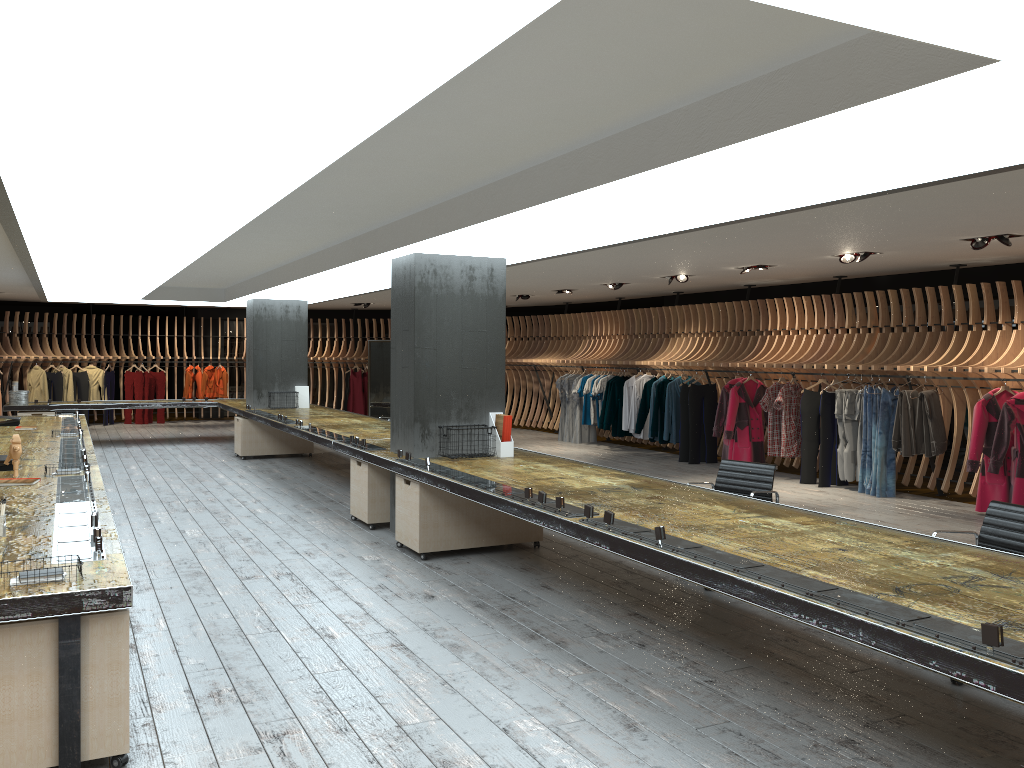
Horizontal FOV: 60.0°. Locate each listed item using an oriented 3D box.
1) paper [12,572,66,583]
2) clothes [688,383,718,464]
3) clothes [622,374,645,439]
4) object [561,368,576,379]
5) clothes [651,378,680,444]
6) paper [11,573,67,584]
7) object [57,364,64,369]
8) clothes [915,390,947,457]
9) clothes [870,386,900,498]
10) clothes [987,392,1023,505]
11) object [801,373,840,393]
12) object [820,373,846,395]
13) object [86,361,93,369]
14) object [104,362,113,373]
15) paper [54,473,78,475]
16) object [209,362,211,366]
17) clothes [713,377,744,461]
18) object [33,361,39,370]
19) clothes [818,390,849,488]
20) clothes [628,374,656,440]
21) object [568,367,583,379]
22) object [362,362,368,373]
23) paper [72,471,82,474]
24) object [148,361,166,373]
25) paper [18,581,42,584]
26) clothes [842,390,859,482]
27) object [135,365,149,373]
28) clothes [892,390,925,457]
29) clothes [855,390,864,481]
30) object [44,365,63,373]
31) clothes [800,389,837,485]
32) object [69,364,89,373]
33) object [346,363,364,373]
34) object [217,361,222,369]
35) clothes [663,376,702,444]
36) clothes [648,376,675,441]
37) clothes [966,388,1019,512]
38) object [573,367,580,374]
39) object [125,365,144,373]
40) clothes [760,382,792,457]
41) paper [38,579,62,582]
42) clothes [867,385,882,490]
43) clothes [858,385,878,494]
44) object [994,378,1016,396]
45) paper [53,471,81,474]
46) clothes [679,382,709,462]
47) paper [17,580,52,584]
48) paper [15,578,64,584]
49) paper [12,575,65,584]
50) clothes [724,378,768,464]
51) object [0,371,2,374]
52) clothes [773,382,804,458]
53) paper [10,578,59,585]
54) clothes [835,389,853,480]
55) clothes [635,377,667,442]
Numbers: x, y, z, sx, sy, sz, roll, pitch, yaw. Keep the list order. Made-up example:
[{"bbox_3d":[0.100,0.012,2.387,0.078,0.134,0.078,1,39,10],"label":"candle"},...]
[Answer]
[{"bbox_3d":[-1.873,0.768,3.516,0.176,0.004,0.130,0,2,-20],"label":"paper"},{"bbox_3d":[2.936,0.658,13.626,0.539,1.352,0.087,0,1,-22],"label":"clothes"},{"bbox_3d":[2.225,0.380,15.131,0.733,1.106,0.165,0,1,-22],"label":"clothes"},{"bbox_3d":[1.174,-0.219,17.135,0.525,0.270,0.012,0,1,-12],"label":"object"},{"bbox_3d":[2.602,0.427,14.337,0.913,1.081,0.238,0,1,-27],"label":"clothes"},{"bbox_3d":[-1.873,0.770,3.516,0.176,0.004,0.130,0,2,-18],"label":"paper"},{"bbox_3d":[-9.827,-0.366,19.344,0.525,0.270,0.012,1,1,18],"label":"object"},{"bbox_3d":[4.783,0.452,10.170,0.336,0.776,0.255,0,1,-11],"label":"clothes"},{"bbox_3d":[4.460,0.793,10.532,0.373,1.536,0.312,0,1,-15],"label":"clothes"},{"bbox_3d":[5.273,0.706,8.995,0.840,1.312,0.321,0,1,2],"label":"clothes"},{"bbox_3d":[4.020,-0.011,11.482,0.525,0.270,0.012,1,1,13],"label":"object"},{"bbox_3d":[4.124,-0.004,11.295,0.525,0.270,0.012,0,1,-27],"label":"object"},{"bbox_3d":[-9.381,-0.379,19.769,0.525,0.270,0.012,0,1,-2],"label":"object"},{"bbox_3d":[-9.086,-0.387,20.007,0.012,0.270,0.525,0,2,-2],"label":"object"},{"bbox_3d":[-3.308,0.661,6.565,0.176,0.003,0.130,-1,2,-28],"label":"paper"},{"bbox_3d":[-7.171,-0.405,21.042,0.012,0.270,0.525,0,2,3],"label":"object"},{"bbox_3d":[3.288,0.557,12.952,0.840,1.311,0.321,0,1,-28],"label":"clothes"},{"bbox_3d":[-10.159,-0.356,18.959,0.525,0.270,0.012,1,1,28],"label":"object"},{"bbox_3d":[4.118,0.743,11.314,0.539,1.352,0.087,0,1,-27],"label":"clothes"},{"bbox_3d":[2.259,0.387,14.936,0.733,1.106,0.165,0,1,-27],"label":"clothes"},{"bbox_3d":[1.300,-0.210,16.884,0.525,0.270,0.012,0,1,-12],"label":"object"},{"bbox_3d":[-3.473,-0.384,21.208,0.012,0.270,0.525,0,2,-32],"label":"object"},{"bbox_3d":[-3.297,0.659,6.575,0.176,0.004,0.130,0,2,-18],"label":"paper"},{"bbox_3d":[-8.263,-0.397,20.550,0.525,0.270,0.012,1,1,13],"label":"object"},{"bbox_3d":[-1.873,0.770,3.516,0.176,0.004,0.130,0,2,-24],"label":"paper"},{"bbox_3d":[4.216,0.638,11.014,0.278,1.140,0.172,0,1,-19],"label":"clothes"},{"bbox_3d":[-8.512,-0.394,20.404,0.525,0.270,0.012,2,1,33],"label":"object"},{"bbox_3d":[4.595,0.454,10.270,0.278,0.767,0.263,0,1,-19],"label":"clothes"},{"bbox_3d":[4.315,0.643,10.944,0.170,1.142,0.273,1,1,21],"label":"clothes"},{"bbox_3d":[-9.954,-0.363,19.192,0.525,0.270,0.012,1,1,8],"label":"object"},{"bbox_3d":[4.011,0.736,11.488,0.539,1.352,0.087,1,1,13],"label":"clothes"},{"bbox_3d":[-9.601,-0.372,19.550,0.525,0.270,0.012,0,1,-2],"label":"object"},{"bbox_3d":[-3.736,-0.388,21.261,0.525,0.270,0.012,0,1,-27],"label":"object"},{"bbox_3d":[-6.954,-0.406,21.112,0.525,0.270,0.012,2,2,43],"label":"object"},{"bbox_3d":[2.749,0.409,14.058,0.715,1.087,0.257,0,1,-21],"label":"clothes"},{"bbox_3d":[2.552,0.394,14.450,0.715,1.087,0.257,0,1,-31],"label":"clothes"},{"bbox_3d":[5.143,0.697,9.253,0.840,1.312,0.321,0,1,-8],"label":"clothes"},{"bbox_3d":[1.232,-0.214,17.002,0.525,0.270,0.012,-1,1,-37],"label":"object"},{"bbox_3d":[-8.655,-0.392,20.318,0.525,0.270,0.012,1,1,18],"label":"object"},{"bbox_3d":[3.688,0.476,12.134,0.760,1.020,0.188,0,1,-26],"label":"clothes"},{"bbox_3d":[-1.873,0.769,3.516,0.176,0.004,0.130,0,2,-20],"label":"paper"},{"bbox_3d":[4.446,0.667,10.685,0.316,1.291,0.277,1,1,27],"label":"clothes"},{"bbox_3d":[4.346,0.776,10.801,0.277,1.542,0.316,0,1,-28],"label":"clothes"},{"bbox_3d":[5.154,0.072,9.267,0.525,0.270,0.012,0,1,-7],"label":"object"},{"bbox_3d":[-3.297,0.656,6.575,0.176,0.004,0.130,0,2,-20],"label":"paper"},{"bbox_3d":[2.867,0.651,13.805,0.539,1.352,0.087,0,1,-2],"label":"clothes"},{"bbox_3d":[-1.873,0.770,3.516,0.176,0.004,0.130,0,2,-23],"label":"paper"},{"bbox_3d":[-1.873,0.769,3.516,0.176,0.004,0.130,0,2,-23],"label":"paper"},{"bbox_3d":[-1.873,0.768,3.516,0.176,0.004,0.130,0,2,-22],"label":"paper"},{"bbox_3d":[3.417,0.567,12.692,0.840,1.312,0.321,0,1,-18],"label":"clothes"},{"bbox_3d":[-10.654,-0.338,18.253,0.525,0.270,0.012,1,1,28],"label":"object"},{"bbox_3d":[3.774,0.481,11.928,0.760,1.030,0.179,-1,1,-41],"label":"clothes"},{"bbox_3d":[-1.883,0.772,3.506,0.176,0.003,0.130,-1,2,-28],"label":"paper"},{"bbox_3d":[4.180,0.636,11.115,0.273,1.142,0.170,0,1,6],"label":"clothes"},{"bbox_3d":[2.436,0.415,14.651,0.913,1.081,0.238,0,1,-22],"label":"clothes"}]
